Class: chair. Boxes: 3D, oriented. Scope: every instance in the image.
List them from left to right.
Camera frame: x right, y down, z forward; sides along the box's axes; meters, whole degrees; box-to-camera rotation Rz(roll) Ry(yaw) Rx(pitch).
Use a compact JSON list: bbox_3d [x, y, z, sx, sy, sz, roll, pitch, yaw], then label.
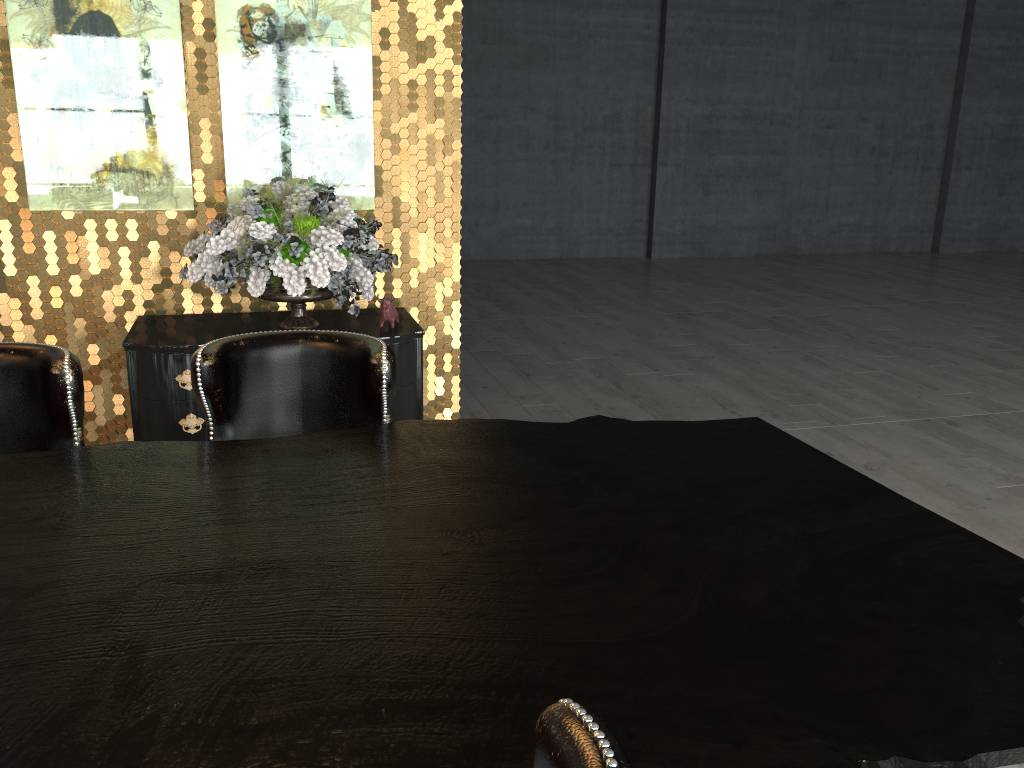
[{"bbox_3d":[-1.232,0.490,2.082,0.504,1.089,0.569,-5,17,-23],"label":"chair"},{"bbox_3d":[-0.543,0.448,2.284,0.504,1.089,0.569,-1,15,-7],"label":"chair"},{"bbox_3d":[-0.167,0.837,0.933,0.504,1.089,0.569,-5,17,-23],"label":"chair"}]

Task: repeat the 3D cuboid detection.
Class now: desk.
[{"bbox_3d":[-2.827,0.885,0.897,7.595,0.925,1.437,-3,16,-16],"label":"desk"}]

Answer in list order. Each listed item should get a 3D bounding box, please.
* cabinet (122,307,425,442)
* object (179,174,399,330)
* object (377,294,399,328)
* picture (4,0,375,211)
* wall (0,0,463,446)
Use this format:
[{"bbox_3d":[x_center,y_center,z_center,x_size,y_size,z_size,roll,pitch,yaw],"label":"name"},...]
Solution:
[{"bbox_3d":[-1.099,0.078,4.245,1.385,0.736,0.711,-3,16,-16],"label":"cabinet"},{"bbox_3d":[-1.010,-0.595,4.065,0.875,0.661,0.850,5,16,14],"label":"object"},{"bbox_3d":[-0.576,-0.353,4.162,0.082,0.164,0.173,4,16,8],"label":"object"},{"bbox_3d":[-1.437,-1.354,4.128,1.574,1.070,0.022,-3,16,-16],"label":"picture"},{"bbox_3d":[-1.417,-1.737,4.056,2.445,4.371,0.025,-3,16,-16],"label":"wall"}]
